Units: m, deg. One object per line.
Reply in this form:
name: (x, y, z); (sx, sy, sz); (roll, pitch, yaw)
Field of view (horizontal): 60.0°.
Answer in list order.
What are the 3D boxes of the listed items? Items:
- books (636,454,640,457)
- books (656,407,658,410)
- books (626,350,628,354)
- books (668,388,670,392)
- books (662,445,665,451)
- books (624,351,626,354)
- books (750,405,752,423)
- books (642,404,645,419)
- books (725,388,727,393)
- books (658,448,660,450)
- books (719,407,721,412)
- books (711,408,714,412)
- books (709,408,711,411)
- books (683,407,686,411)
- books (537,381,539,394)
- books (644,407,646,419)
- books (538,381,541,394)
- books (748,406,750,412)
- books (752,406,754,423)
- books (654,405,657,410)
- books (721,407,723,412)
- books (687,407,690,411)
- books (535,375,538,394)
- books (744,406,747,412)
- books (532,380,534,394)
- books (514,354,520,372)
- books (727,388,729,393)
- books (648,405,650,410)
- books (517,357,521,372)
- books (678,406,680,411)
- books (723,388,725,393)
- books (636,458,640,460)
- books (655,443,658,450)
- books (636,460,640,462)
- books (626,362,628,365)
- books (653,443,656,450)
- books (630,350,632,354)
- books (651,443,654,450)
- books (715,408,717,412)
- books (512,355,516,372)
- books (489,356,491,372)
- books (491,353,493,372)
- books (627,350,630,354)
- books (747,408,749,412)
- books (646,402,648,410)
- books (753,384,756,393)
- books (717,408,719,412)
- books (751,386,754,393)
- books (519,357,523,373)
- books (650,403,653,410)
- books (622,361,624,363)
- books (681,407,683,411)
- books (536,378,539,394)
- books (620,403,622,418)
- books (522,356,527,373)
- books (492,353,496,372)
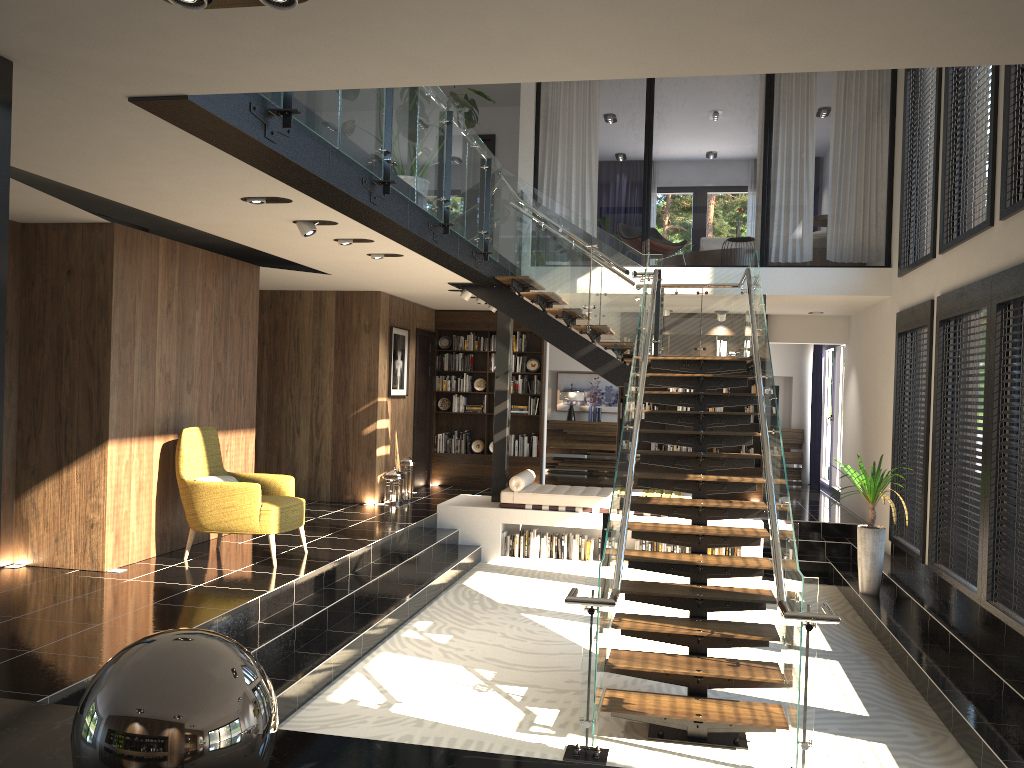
books: (1.908, 1.057, 13.123); (0.287, 0.030, 0.176); (2, 0, 9)
books: (2.145, 0.430, 13.097); (0.022, 0.185, 0.127); (2, 0, 11)
books: (1.710, -0.548, 13.140); (0.021, 0.217, 0.180); (2, 0, 11)
books: (2.307, 0.094, 13.022); (0.030, 0.228, 0.176); (2, 0, 11)
books: (2.213, 1.029, 13.066); (0.075, 0.254, 0.181); (2, 0, 11)
books: (1.686, -0.566, 13.153); (0.032, 0.250, 0.167); (2, 0, 11)
books: (3.436, 0.432, 12.765); (0.026, 0.251, 0.178); (2, 0, 11)
books: (1.937, 0.405, 13.096); (0.030, 0.222, 0.190); (2, 0, 11)
books: (3.105, 0.103, 12.886); (0.023, 0.261, 0.146); (2, 0, 11)
books: (2.167, 1.049, 13.092); (0.023, 0.212, 0.123); (2, 0, 11)
books: (3.007, 0.440, 12.845); (0.026, 0.209, 0.184); (2, 0, 11)
books: (2.910, 0.427, 12.901); (0.037, 0.232, 0.231); (2, 0, 11)
books: (2.877, 0.411, 12.896); (0.026, 0.263, 0.156); (2, 0, 11)
books: (2.518, 0.409, 12.934); (0.036, 0.244, 0.194); (2, 0, 11)
books: (0.407, 0.052, 13.373); (0.023, 0.200, 0.121); (2, 0, 11)
books: (1.966, 0.431, 13.102); (0.027, 0.171, 0.146); (2, 0, 11)
books: (0.428, 0.055, 13.352); (0.026, 0.196, 0.170); (2, 0, 11)
books: (3.416, 0.434, 12.791); (0.023, 0.246, 0.147); (2, 0, 11)
books: (3.464, 0.435, 12.783); (0.022, 0.247, 0.132); (2, 0, 11)
books: (2.113, 0.416, 13.059); (0.028, 0.210, 0.169); (2, 0, 11)
books: (3.039, 0.407, 12.850); (0.031, 0.277, 0.168); (2, 0, 11)
books: (2.575, 0.403, 12.954); (0.067, 0.261, 0.159); (2, 0, 11)
books: (0.368, 0.012, 13.365); (0.016, 0.278, 0.202); (2, 0, 11)
books: (3.362, 0.433, 12.782); (0.030, 0.244, 0.176); (2, 0, 11)
books: (0.332, 0.046, 13.376); (0.020, 0.209, 0.147); (2, 0, 11)
books: (0.073, -0.320, 13.468); (0.049, 0.286, 0.259); (2, 0, 11)
books: (3.125, 0.136, 12.866); (0.026, 0.196, 0.147); (2, 0, 11)
books: (2.023, 0.416, 13.094); (0.030, 0.205, 0.170); (2, 0, 11)
books: (0.109, -0.293, 13.463); (0.025, 0.235, 0.232); (2, 0, 11)
books: (2.439, 0.387, 12.978); (0.030, 0.284, 0.176); (2, 0, 11)
books: (3.082, 0.123, 12.894); (0.024, 0.219, 0.174); (2, 0, 11)
books: (1.907, 1.110, 13.125); (0.258, 0.024, 0.167); (2, 0, 12)
books: (2.135, 1.003, 13.077); (0.036, 0.302, 0.186); (2, 0, 11)
books: (1.909, 1.134, 13.141); (0.247, 0.026, 0.148); (2, 0, 10)
books: (1.713, -0.238, 13.149); (0.030, 0.230, 0.103); (2, 0, 11)
books: (2.103, 0.998, 13.088); (0.031, 0.310, 0.169); (2, 0, 11)
books: (1.763, -0.583, 13.119); (0.028, 0.290, 0.170); (2, 0, 11)
books: (2.069, 1.010, 13.076); (0.030, 0.284, 0.177); (2, 0, 11)
books: (2.960, 0.427, 12.886); (0.025, 0.232, 0.156); (2, 0, 11)
books: (0.041, -0.310, 13.491); (0.023, 0.264, 0.218); (2, 0, 11)
books: (-0.316, -0.309, 13.588); (0.028, 0.242, 0.194); (2, 0, 11)
books: (-0.294, -0.327, 13.557); (0.027, 0.279, 0.166); (2, 0, 11)
books: (1.733, -0.555, 13.125); (0.030, 0.231, 0.200); (2, 0, 11)
books: (3.390, 0.450, 12.787); (0.025, 0.212, 0.168); (2, 0, 11)
books: (1.991, 0.389, 13.075); (0.029, 0.256, 0.167); (2, 0, 11)
books: (3.497, 0.125, 12.797); (0.028, 0.240, 0.187); (2, 0, 11)
books: (2.984, 0.437, 12.869); (0.029, 0.214, 0.149); (2, 0, 11)
books: (3.472, 0.135, 12.811); (0.026, 0.219, 0.156); (2, 0, 11)
books: (0.148, -0.293, 13.473); (0.047, 0.238, 0.225); (2, 0, 11)
books: (2.064, 0.401, 13.066); (0.070, 0.236, 0.206); (2, 0, 11)
books: (1.646, -0.231, 13.157); (0.030, 0.212, 0.127); (2, 0, 11)
books: (2.490, 0.408, 12.964); (0.030, 0.245, 0.166); (2, 0, 11)
books: (0.389, 0.029, 13.384); (0.018, 0.246, 0.144); (2, 0, 11)
books: (1.626, 0.393, 13.184); (0.025, 0.227, 0.156); (2, 0, 11)
books: (0.185, -0.299, 13.450); (0.035, 0.251, 0.196); (2, 0, 11)
books: (-0.271, -0.326, 13.558); (0.016, 0.278, 0.209); (2, 0, 11)
